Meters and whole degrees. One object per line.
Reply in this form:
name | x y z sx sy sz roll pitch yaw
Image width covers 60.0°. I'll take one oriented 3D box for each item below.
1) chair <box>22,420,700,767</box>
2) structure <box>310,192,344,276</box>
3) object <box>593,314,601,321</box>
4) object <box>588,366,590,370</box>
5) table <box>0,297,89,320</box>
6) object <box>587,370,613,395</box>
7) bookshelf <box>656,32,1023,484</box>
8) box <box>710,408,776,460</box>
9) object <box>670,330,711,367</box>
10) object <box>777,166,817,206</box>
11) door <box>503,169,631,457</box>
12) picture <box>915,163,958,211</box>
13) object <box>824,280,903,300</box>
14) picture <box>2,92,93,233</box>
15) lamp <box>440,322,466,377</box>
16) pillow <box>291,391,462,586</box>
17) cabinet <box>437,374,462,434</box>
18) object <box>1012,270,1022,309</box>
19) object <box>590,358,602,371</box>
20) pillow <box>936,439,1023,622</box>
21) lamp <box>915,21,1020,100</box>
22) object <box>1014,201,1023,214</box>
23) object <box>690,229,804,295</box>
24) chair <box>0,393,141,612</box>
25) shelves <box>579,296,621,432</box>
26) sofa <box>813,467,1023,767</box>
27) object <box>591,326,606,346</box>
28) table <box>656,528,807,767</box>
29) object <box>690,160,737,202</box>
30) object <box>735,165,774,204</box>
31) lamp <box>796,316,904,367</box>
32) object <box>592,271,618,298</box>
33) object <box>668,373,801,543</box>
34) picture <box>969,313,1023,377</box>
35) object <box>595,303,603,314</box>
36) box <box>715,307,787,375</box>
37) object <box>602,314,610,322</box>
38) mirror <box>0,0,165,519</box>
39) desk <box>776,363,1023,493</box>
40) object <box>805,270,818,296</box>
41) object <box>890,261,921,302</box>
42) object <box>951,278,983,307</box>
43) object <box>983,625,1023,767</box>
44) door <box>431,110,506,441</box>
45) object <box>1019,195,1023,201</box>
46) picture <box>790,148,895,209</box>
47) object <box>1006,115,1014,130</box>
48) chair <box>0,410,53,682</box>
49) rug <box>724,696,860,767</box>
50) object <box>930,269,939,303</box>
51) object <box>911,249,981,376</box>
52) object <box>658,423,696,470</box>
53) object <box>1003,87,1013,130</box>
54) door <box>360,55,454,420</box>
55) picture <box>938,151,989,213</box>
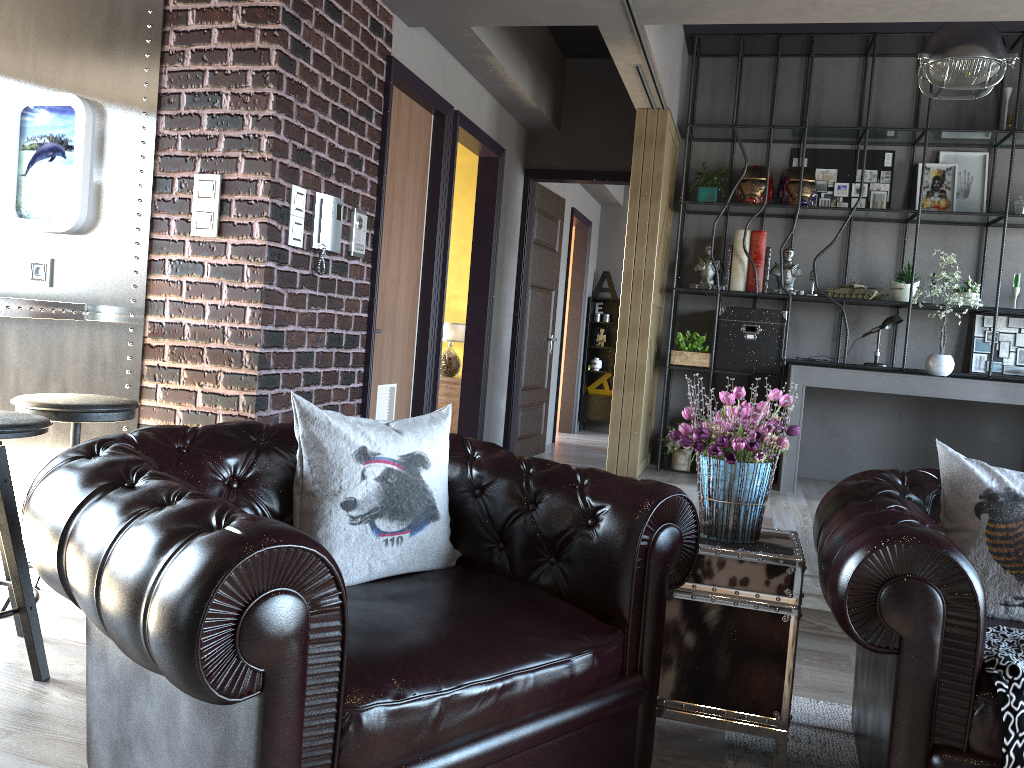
chair | -0.424 0.566 2.322 1.246 0.844 1.492 8 4 45
structure | -0.848 -0.684 4.135 0.068 0.370 0.279 5 3 15
object | 1.072 -0.834 11.179 0.095 0.101 0.095 7 4 37
object | 0.953 -0.203 11.029 0.031 0.054 0.042 3 3 -30
table | -2.345 0.218 3.195 0.656 1.129 1.599 5 3 15
object | 1.158 -0.023 11.216 0.393 0.321 0.057 5 3 15
bookshelf | 3.439 -0.772 6.332 4.484 3.281 0.526 5 3 15
box | 1.755 0.447 6.794 0.489 0.480 0.374 5 3 15
object | 1.369 -0.271 6.718 0.304 0.265 0.180 5 3 15
object | 2.138 -1.464 6.617 0.280 0.327 0.399 5 3 5
door | 0.687 -0.527 7.967 1.150 2.542 1.129 5 3 15
picture | 3.133 -1.425 6.551 0.268 0.413 0.101 5 3 15
object | 2.602 -0.698 6.543 0.206 0.170 0.578 2 4 -40
picture | -2.035 -0.967 3.883 0.412 0.599 0.047 5 3 15
lamp | -0.540 0.023 7.218 0.291 1.044 0.441 4 3 -12
pillow | -0.363 0.277 2.472 0.541 0.502 0.290 2 3 -37
cabinet | -1.028 0.263 7.349 1.432 0.750 0.408 5 3 15
object | 3.510 -0.657 6.179 0.113 0.274 0.113 5 3 18
object | 1.052 -0.246 11.086 0.139 0.162 0.139 4 3 -20
pillow | 1.463 0.417 2.495 0.528 0.469 0.283 6 3 17
lamp | 2.577 -2.230 5.069 0.534 1.148 0.516 4 3 -8
object | 3.522 -1.211 6.134 0.092 0.099 0.093 2 4 -38
object | 1.798 -0.920 6.747 0.833 0.466 0.290 5 3 15
chair | -1.657 0.440 3.336 0.438 0.781 0.439 4 3 -7
shelves | 1.373 -0.210 11.012 0.912 1.676 0.353 5 3 15
sofa | 2.085 0.774 2.268 2.566 0.838 1.240 5 3 14
object | 1.084 -0.599 11.088 0.190 0.254 0.129 5 3 13
table | 0.626 0.749 2.651 0.417 0.609 0.405 5 3 15
object | 1.504 -1.527 6.799 0.324 0.339 0.295 3 3 -29
object | 1.831 -1.493 6.698 0.280 0.327 0.399 6 3 20
lamp | 2.515 -0.338 6.602 0.740 0.371 0.204 7 4 39
object | 1.182 -1.249 11.183 0.343 0.344 0.057 5 3 15
object | 0.662 0.213 2.630 0.352 0.484 0.349 2 4 -45
picture | 3.715 -0.272 6.463 0.666 0.447 0.051 5 3 15
object | 1.105 -0.956 11.212 0.107 0.151 0.055 5 3 15
box | 1.818 -0.334 6.760 0.489 0.480 0.374 5 3 15
object | 1.183 -0.824 11.150 0.095 0.101 0.095 7 4 37
mirror | -2.026 -0.969 3.919 1.048 3.458 0.050 5 3 15
desk | 3.030 0.392 6.288 2.130 0.885 0.845 5 3 15
object | 2.215 -0.743 6.528 0.093 0.200 0.093 5 3 10
object | 2.850 -0.739 6.416 0.136 0.305 0.193 2 4 -41
object | 3.242 -0.656 6.334 0.235 0.212 0.235 3 3 -30
object | 1.068 0.895 1.684 0.562 0.569 1.699 7 4 35
door | -0.823 -0.559 6.426 1.098 2.542 1.150 5 3 15
object | 3.598 -1.238 6.221 0.087 0.155 0.087 6 3 27
picture | 2.513 -1.548 6.787 0.749 0.503 0.058 5 3 15
object | 3.478 -1.810 6.201 0.135 0.129 0.135 4 3 -12
chair | -1.668 0.480 2.705 0.450 0.773 0.451 3 3 -35
rug | 1.650 1.192 1.660 2.475 0.003 2.255 5 3 15
object | 3.110 -0.709 6.543 0.113 0.273 0.113 4 3 -19
object | 2.920 -0.479 5.945 0.398 0.852 0.421 3 3 -29
object | 1.291 0.469 6.826 0.345 0.362 0.332 6 3 18
object | 3.581 -1.947 6.433 0.128 0.390 0.128 4 3 -17
door | -0.699 -0.475 5.185 0.219 2.538 1.003 5 3 15
picture | 3.319 -1.460 6.545 0.332 0.514 0.119 5 3 15
